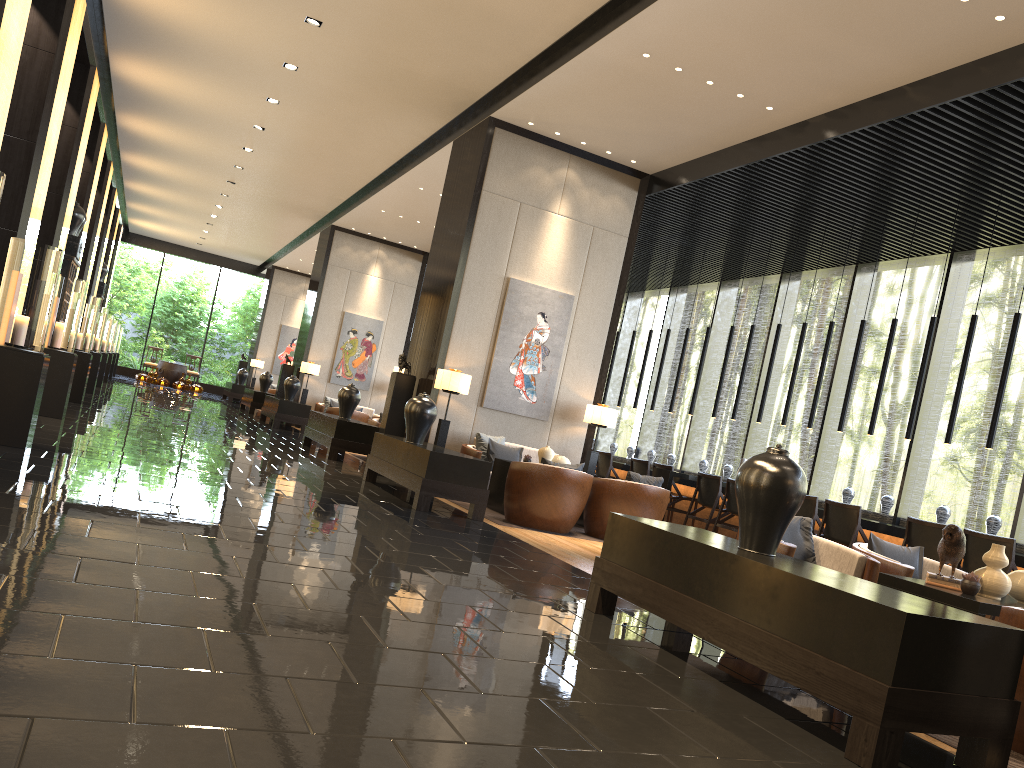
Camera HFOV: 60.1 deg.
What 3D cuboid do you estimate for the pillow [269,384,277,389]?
[{"bbox_3d":[-7.094,0.187,26.307,0.436,0.399,0.200,14,-1,-44],"label":"pillow"}]

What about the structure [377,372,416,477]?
[{"bbox_3d":[-1.380,0.477,10.294,0.241,1.218,0.239,12,0,-23],"label":"structure"}]

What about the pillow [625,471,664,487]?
[{"bbox_3d":[1.209,1.020,8.377,0.401,0.362,0.221,13,-1,-22],"label":"pillow"}]

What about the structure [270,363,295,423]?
[{"bbox_3d":[-4.810,0.191,18.535,0.241,1.218,0.239,12,0,-23],"label":"structure"}]

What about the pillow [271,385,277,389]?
[{"bbox_3d":[-6.948,0.234,26.204,0.474,0.361,0.218,13,-1,-26],"label":"pillow"}]

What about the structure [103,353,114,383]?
[{"bbox_3d":[-9.131,-0.396,19.650,0.404,0.658,0.400,12,-1,-23],"label":"structure"}]

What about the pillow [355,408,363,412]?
[{"bbox_3d":[-2.961,0.556,16.199,0.443,0.338,0.204,13,-1,-16],"label":"pillow"}]

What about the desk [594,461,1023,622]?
[{"bbox_3d":[0.673,1.442,15.678,1.788,0.759,28.626,13,-3,-22],"label":"desk"}]

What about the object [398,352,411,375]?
[{"bbox_3d":[-1.246,-0.237,10.286,0.177,0.246,0.115,12,0,-23],"label":"object"}]

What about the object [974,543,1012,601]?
[{"bbox_3d":[2.285,0.889,4.204,0.174,0.257,0.174,12,-1,-3],"label":"object"}]

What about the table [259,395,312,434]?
[{"bbox_3d":[-4.279,0.555,16.684,0.623,0.513,1.953,13,-3,-23],"label":"table"}]

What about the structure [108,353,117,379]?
[{"bbox_3d":[-10.256,-0.490,22.351,0.404,0.658,0.400,12,-1,-23],"label":"structure"}]

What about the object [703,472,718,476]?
[{"bbox_3d":[2.494,1.163,11.099,0.228,0.067,0.227,13,-3,-20],"label":"object"}]

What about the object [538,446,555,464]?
[{"bbox_3d":[0.343,0.750,9.075,0.170,0.236,0.171,12,-1,12],"label":"object"}]

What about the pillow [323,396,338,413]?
[{"bbox_3d":[-3.638,0.476,18.004,0.436,0.399,0.200,14,-1,-44],"label":"pillow"}]

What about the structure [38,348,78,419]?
[{"bbox_3d":[-4.634,-0.020,8.846,0.404,0.658,0.400,12,-1,-23],"label":"structure"}]

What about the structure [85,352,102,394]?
[{"bbox_3d":[-6.883,-0.208,14.248,0.404,0.658,0.400,12,-1,-23],"label":"structure"}]

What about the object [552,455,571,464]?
[{"bbox_3d":[0.490,0.826,9.204,0.246,0.168,0.244,13,-2,-20],"label":"object"}]

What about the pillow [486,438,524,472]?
[{"bbox_3d":[-0.094,0.807,9.740,0.474,0.361,0.218,13,-1,-26],"label":"pillow"}]

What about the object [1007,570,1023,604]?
[{"bbox_3d":[2.527,0.994,4.314,0.244,0.168,0.247,11,-2,25],"label":"object"}]

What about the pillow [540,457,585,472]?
[{"bbox_3d":[0.436,0.840,8.038,0.443,0.338,0.204,13,-1,-16],"label":"pillow"}]

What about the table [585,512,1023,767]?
[{"bbox_3d":[1.083,1.004,3.803,0.623,0.513,1.953,13,-3,-23],"label":"table"}]

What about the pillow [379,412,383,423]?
[{"bbox_3d":[-1.808,0.638,13.225,0.401,0.362,0.221,13,-1,-22],"label":"pillow"}]

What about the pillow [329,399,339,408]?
[{"bbox_3d":[-3.492,0.523,17.901,0.474,0.361,0.218,13,-1,-26],"label":"pillow"}]

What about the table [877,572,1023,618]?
[{"bbox_3d":[2.343,1.305,4.323,1.047,0.517,0.573,13,-2,-23],"label":"table"}]

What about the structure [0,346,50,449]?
[{"bbox_3d":[-3.509,0.074,6.145,0.404,0.658,0.400,12,-1,-23],"label":"structure"}]

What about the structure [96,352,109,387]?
[{"bbox_3d":[-8.007,-0.302,16.949,0.404,0.658,0.400,12,-1,-23],"label":"structure"}]

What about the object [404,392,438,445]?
[{"bbox_3d":[-0.868,0.317,8.312,0.312,0.493,0.311,12,-1,-4],"label":"object"}]

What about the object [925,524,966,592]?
[{"bbox_3d":[2.126,0.833,4.285,0.173,0.309,0.230,12,-1,23],"label":"object"}]

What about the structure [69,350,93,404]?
[{"bbox_3d":[-5.758,-0.114,11.547,0.404,0.658,0.400,12,-1,-23],"label":"structure"}]

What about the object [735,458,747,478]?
[{"bbox_3d":[2.925,1.120,11.293,0.113,0.344,0.112,12,0,-27],"label":"object"}]

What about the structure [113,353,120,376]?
[{"bbox_3d":[-11.380,-0.584,25.052,0.404,0.658,0.400,12,-1,-23],"label":"structure"}]

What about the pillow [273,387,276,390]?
[{"bbox_3d":[-6.417,0.268,24.502,0.443,0.338,0.204,13,-1,-16],"label":"pillow"}]

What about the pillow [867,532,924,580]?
[{"bbox_3d":[2.342,1.107,5.447,0.443,0.338,0.204,13,-1,-16],"label":"pillow"}]

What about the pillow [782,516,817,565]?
[{"bbox_3d":[1.571,0.920,5.109,0.401,0.362,0.221,13,-1,-22],"label":"pillow"}]

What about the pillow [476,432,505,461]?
[{"bbox_3d":[-0.240,0.760,9.843,0.436,0.399,0.200,14,-1,-44],"label":"pillow"}]

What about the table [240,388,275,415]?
[{"bbox_3d":[-5.760,0.432,20.240,0.623,0.513,1.953,13,-3,-23],"label":"table"}]

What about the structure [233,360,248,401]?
[{"bbox_3d":[-8.250,-0.097,26.798,0.241,1.218,0.239,12,0,-23],"label":"structure"}]

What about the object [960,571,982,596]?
[{"bbox_3d":[2.156,0.934,4.158,0.091,0.112,0.092,11,-1,30],"label":"object"}]

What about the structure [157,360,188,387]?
[{"bbox_3d":[-10.295,-0.285,26.727,0.879,0.710,0.870,13,-2,-34],"label":"structure"}]

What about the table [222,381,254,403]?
[{"bbox_3d":[-7.719,0.268,24.947,0.623,0.513,1.953,13,-3,-23],"label":"table"}]

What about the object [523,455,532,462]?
[{"bbox_3d":[0.160,0.775,9.098,0.091,0.112,0.092,11,-1,30],"label":"object"}]
